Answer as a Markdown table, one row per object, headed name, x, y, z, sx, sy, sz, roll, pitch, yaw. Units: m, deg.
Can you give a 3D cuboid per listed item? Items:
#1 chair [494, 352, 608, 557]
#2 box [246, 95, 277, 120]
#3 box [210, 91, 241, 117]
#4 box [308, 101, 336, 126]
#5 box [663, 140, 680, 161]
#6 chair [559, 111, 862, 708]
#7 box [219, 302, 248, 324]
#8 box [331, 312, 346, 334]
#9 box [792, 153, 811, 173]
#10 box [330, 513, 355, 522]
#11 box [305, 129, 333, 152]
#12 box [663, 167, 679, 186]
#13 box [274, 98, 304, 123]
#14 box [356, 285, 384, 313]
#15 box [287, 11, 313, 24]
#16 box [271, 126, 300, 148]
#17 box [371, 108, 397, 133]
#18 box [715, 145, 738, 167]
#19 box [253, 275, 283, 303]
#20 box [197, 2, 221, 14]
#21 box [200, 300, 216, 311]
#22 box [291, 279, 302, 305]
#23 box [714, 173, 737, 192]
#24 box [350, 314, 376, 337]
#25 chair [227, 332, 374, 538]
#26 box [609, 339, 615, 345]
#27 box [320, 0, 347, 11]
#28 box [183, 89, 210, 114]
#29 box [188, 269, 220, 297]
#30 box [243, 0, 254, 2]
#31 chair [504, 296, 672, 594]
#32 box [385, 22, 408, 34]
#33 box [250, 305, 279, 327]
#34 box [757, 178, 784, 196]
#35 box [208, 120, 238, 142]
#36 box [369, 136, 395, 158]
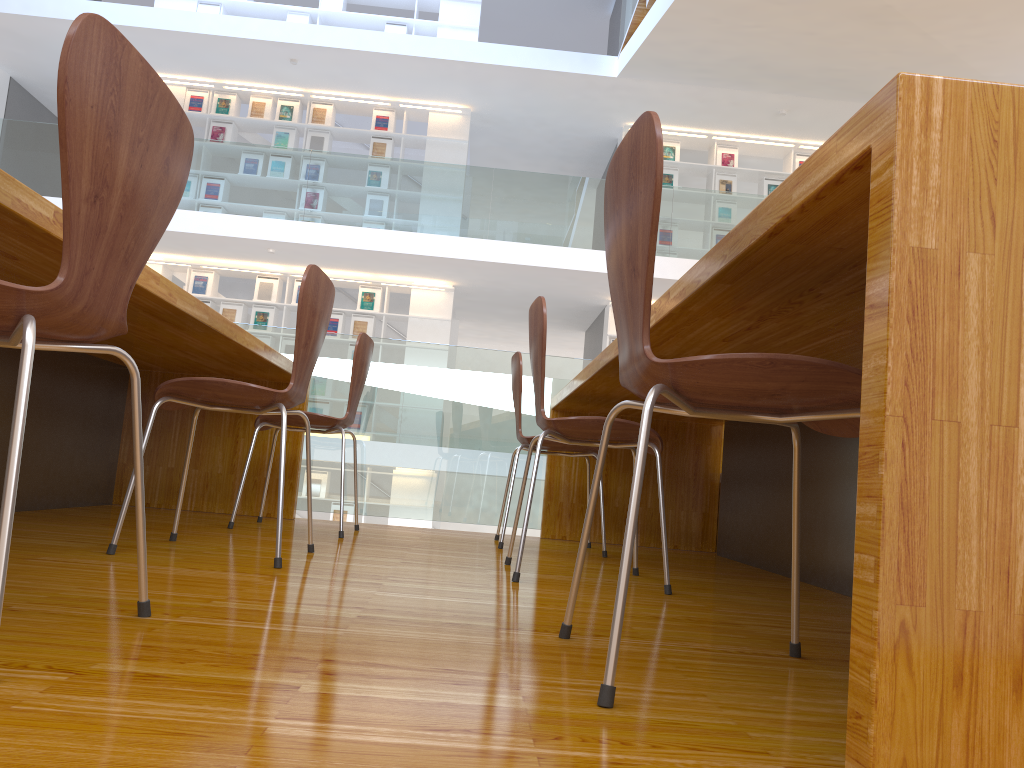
| name | x | y | z | sx | sy | sz | roll | pitch | yaw |
| --- | --- | --- | --- | --- | --- | --- | --- | --- | --- |
| chair | 0.159 | 0.258 | 3.279 | 0.381 | 0.693 | 0.428 | 5 | -6 | -2 |
| box | -2.832 | -3.086 | 10.037 | 0.245 | 0.296 | 0.274 | 5 | -6 | -2 |
| box | -3.232 | -3.122 | 10.021 | 0.245 | 0.296 | 0.274 | 5 | -6 | -2 |
| box | -2.154 | -3.024 | 10.063 | 0.245 | 0.296 | 0.274 | 5 | -6 | -2 |
| box | 1.804 | -2.656 | 10.283 | 0.245 | 0.296 | 0.274 | 5 | -6 | -2 |
| chair | 0.299 | 0.043 | 1.204 | 0.381 | 0.693 | 0.428 | 5 | -6 | -2 |
| box | -3.080 | -0.737 | 9.777 | 0.245 | 0.296 | 0.274 | 5 | -6 | -2 |
| box | -1.993 | -0.641 | 9.820 | 0.245 | 0.296 | 0.274 | 5 | -6 | -2 |
| box | 3.396 | -2.511 | 10.346 | 0.245 | 0.296 | 0.274 | 5 | -6 | -2 |
| box | -1.832 | 1.434 | 9.610 | 0.245 | 0.296 | 0.274 | 5 | -6 | -2 |
| box | -2.185 | -2.698 | 10.028 | 0.245 | 0.296 | 0.274 | 5 | -6 | -2 |
| box | 1.777 | -2.332 | 10.247 | 0.245 | 0.296 | 0.274 | 5 | -6 | -2 |
| box | -2.526 | -3.058 | 10.049 | 0.245 | 0.296 | 0.274 | 5 | -6 | -2 |
| box | -1.578 | -0.928 | 9.871 | 0.245 | 0.296 | 0.274 | 5 | -6 | -2 |
| box | -2.446 | -4.077 | 10.160 | 0.245 | 0.296 | 0.274 | 5 | -6 | -2 |
| box | -2.561 | -2.733 | 10.013 | 0.245 | 0.296 | 0.274 | 5 | -6 | -2 |
| box | -1.458 | -2.960 | 10.091 | 0.245 | 0.296 | 0.274 | 5 | -6 | -2 |
| box | 2.479 | -2.596 | 10.307 | 0.245 | 0.296 | 0.274 | 5 | -6 | -2 |
| box | -2.702 | -1.031 | 9.826 | 0.245 | 0.296 | 0.274 | 5 | -6 | -2 |
| box | -3.446 | -4.171 | 10.121 | 0.245 | 0.296 | 0.274 | 5 | -6 | -2 |
| box | -3.437 | -0.768 | 9.775 | 0.245 | 0.296 | 0.274 | 5 | -6 | -2 |
| box | -2.286 | -0.993 | 9.843 | 0.245 | 0.296 | 0.274 | 5 | -6 | -2 |
| box | 2.455 | -2.269 | 10.274 | 0.245 | 0.296 | 0.274 | 5 | -6 | -2 |
| box | -1.655 | -0.607 | 9.833 | 0.245 | 0.296 | 0.274 | 5 | -6 | -2 |
| chair | -0.718 | 0.166 | 3.134 | 0.381 | 0.693 | 0.428 | 5 | -6 | -2 |
| box | 1.221 | -0.339 | 10.010 | 0.245 | 0.296 | 0.274 | 5 | -6 | -2 |
| box | -2.053 | -4.370 | 10.210 | 0.245 | 0.296 | 0.274 | 5 | -6 | -2 |
| box | -3.538 | -3.148 | 10.008 | 0.245 | 0.296 | 0.274 | 5 | -6 | -2 |
| box | -3.408 | -1.095 | 9.798 | 0.245 | 0.296 | 0.274 | 5 | -6 | -2 |
| box | -3.120 | -4.467 | 10.168 | 0.245 | 0.296 | 0.274 | 5 | -6 | -2 |
| chair | 0.206 | 0.156 | 2.314 | 0.381 | 0.693 | 0.428 | 5 | -6 | -2 |
| box | -1.338 | -3.976 | 10.204 | 0.245 | 0.296 | 0.274 | 5 | -6 | -2 |
| box | -2.737 | -0.705 | 9.790 | 0.245 | 0.296 | 0.274 | 5 | -6 | -2 |
| box | 3.014 | -2.218 | 10.296 | 0.245 | 0.296 | 0.274 | 5 | -6 | -2 |
| box | -3.262 | -2.795 | 9.997 | 0.245 | 0.296 | 0.274 | 5 | -6 | -2 |
| box | -1.479 | -2.634 | 10.056 | 0.245 | 0.296 | 0.274 | 5 | -6 | -2 |
